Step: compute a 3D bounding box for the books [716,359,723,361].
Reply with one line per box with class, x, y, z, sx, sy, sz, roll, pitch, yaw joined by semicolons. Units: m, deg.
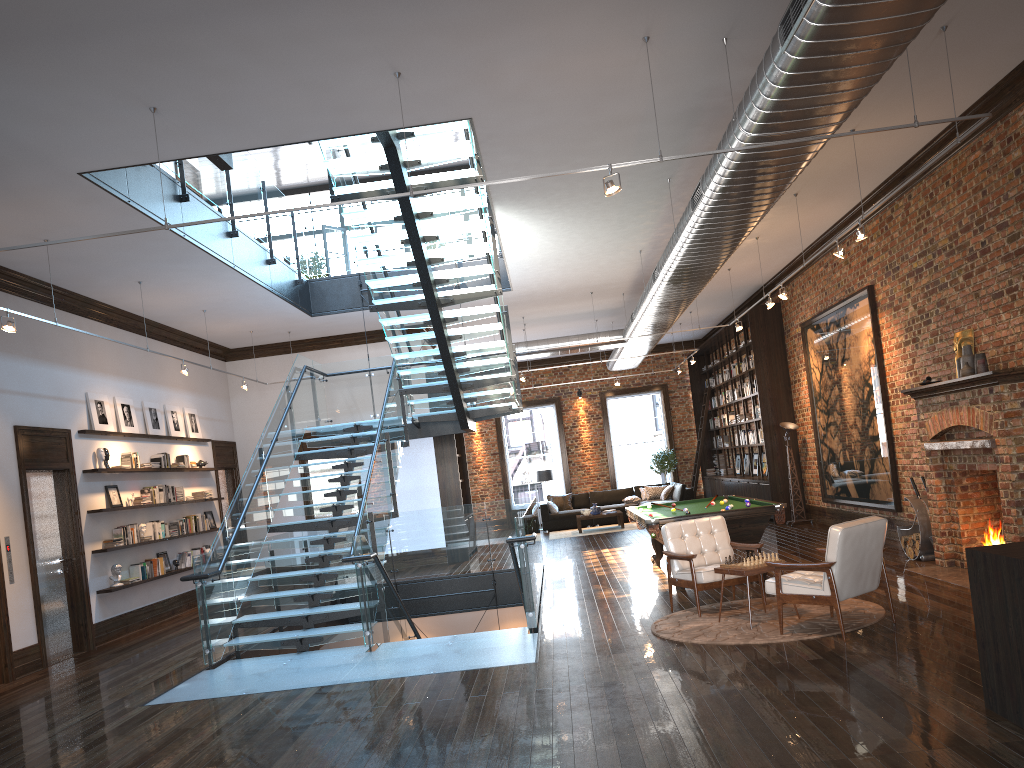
books;5.116;-0.571;21.959;0.156;0.022;0.328;-7;-6;5

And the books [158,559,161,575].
books;-5.036;2.587;12.503;0.147;0.232;0.036;-7;-1;3

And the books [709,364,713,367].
books;5.106;-0.472;22.352;0.230;0.033;0.274;-7;-6;6

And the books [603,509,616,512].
books;2.186;2.854;19.930;0.206;0.028;0.261;-11;-7;35

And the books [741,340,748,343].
books;4.943;-0.901;18.686;0.189;0.017;0.276;-7;-6;4

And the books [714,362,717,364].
books;5.096;-0.527;21.960;0.206;0.024;0.249;-7;-6;6

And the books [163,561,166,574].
books;-5.024;2.620;12.639;0.154;0.190;0.028;-7;-1;3

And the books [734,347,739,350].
books;4.988;-0.778;19.401;0.171;0.021;0.308;-7;-6;-2

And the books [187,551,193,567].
books;-4.976;2.686;13.585;0.165;0.235;0.094;-7;-1;3

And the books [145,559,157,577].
books;-5.031;2.567;12.361;0.176;0.244;0.082;-7;-1;3

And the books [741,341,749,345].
books;4.951;-0.861;18.685;0.169;0.034;0.287;-7;-5;-2

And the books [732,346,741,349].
books;4.969;-0.805;19.402;0.205;0.017;0.361;-7;-6;-1

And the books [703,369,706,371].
books;5.156;-0.386;23.298;0.213;0.014;0.358;-7;-6;-2

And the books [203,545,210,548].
books;-4.953;2.754;14.415;0.122;0.252;0.013;-7;-1;3

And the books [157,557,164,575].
books;-5.019;2.585;12.559;0.168;0.242;0.026;-7;-1;3

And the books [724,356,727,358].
books;5.034;-0.648;20.526;0.191;0.013;0.317;-7;-6;-2

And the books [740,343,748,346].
books;4.936;-0.832;18.686;0.216;0.020;0.235;-7;-6;0

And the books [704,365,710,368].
books;5.165;-0.466;23.298;0.190;0.017;0.301;-7;-6;0

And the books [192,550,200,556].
books;-4.968;2.724;13.948;0.142;0.224;0.012;-7;-1;3

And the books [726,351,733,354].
books;5.004;-0.726;20.131;0.199;0.017;0.304;-7;-6;-2

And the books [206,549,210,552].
books;-4.937;2.767;14.286;0.168;0.201;0.096;-7;-2;3

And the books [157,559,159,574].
books;-5.045;2.580;12.473;0.136;0.242;0.026;-7;-1;3

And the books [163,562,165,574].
books;-5.027;2.622;12.620;0.159;0.183;0.011;-7;-1;3

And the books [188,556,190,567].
books;-4.986;2.719;13.515;0.152;0.164;0.079;-7;-2;3

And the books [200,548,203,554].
books;-4.961;2.721;14.038;0.164;0.246;0.011;-7;-1;3

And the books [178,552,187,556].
books;-5.001;2.673;13.421;0.137;0.228;0.138;-7;-2;2

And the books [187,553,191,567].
books;-4.978;2.697;13.541;0.151;0.207;0.085;-7;-1;3

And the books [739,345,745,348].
books;4.937;-0.794;18.685;0.227;0.015;0.276;-7;-6;0

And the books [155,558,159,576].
books;-5.042;2.573;12.447;0.128;0.251;0.025;-7;-1;3

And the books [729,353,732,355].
books;5.010;-0.673;20.131;0.219;0.016;0.368;-7;-6;3

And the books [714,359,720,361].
books;5.098;-0.584;21.960;0.192;0.007;0.366;-7;-6;4

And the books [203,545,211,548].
books;-4.957;2.758;14.491;0.130;0.262;0.060;-7;-1;3

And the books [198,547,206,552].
books;-4.960;2.734;14.184;0.124;0.249;0.013;-7;-1;3

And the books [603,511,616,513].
books;2.188;2.881;19.937;0.206;0.024;0.261;-11;-7;37

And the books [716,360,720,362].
books;5.058;-0.558;21.418;0.232;0.006;0.290;-7;-6;-1

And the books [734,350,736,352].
books;4.978;-0.729;19.401;0.213;0.014;0.282;-7;-6;4

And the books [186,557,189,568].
books;-4.984;2.713;13.475;0.138;0.158;0.108;-7;-2;2

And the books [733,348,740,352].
books;4.977;-0.751;19.401;0.193;0.030;0.314;-7;-6;-2

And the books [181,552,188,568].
books;-4.998;2.672;13.434;0.146;0.234;0.142;-7;-2;2

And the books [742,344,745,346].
books;4.941;-0.819;18.685;0.206;0.008;0.334;-7;-6;5

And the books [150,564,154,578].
books;-5.037;2.588;12.256;0.152;0.183;0.030;-7;-1;3

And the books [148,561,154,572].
books;-5.048;2.575;12.310;0.136;0.222;0.021;-7;-1;3

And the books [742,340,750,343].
books;4.945;-0.885;18.686;0.168;0.015;0.370;-8;-6;7

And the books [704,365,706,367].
books;5.155;-0.478;23.299;0.189;0.008;0.345;-8;-6;7

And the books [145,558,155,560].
books;-5.052;2.571;12.417;0.141;0.251;0.012;-7;-1;3

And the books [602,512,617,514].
books;2.154;2.852;19.591;0.261;0.024;0.207;-5;-6;-20

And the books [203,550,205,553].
books;-4.948;2.744;14.060;0.176;0.202;0.034;-7;-1;3

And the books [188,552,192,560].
books;-4.984;2.689;13.565;0.157;0.232;0.107;-7;-2;2

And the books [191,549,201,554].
books;-4.966;2.722;13.959;0.163;0.230;0.011;-7;-1;3

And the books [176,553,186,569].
books;-4.997;2.671;13.382;0.141;0.223;0.136;-7;-2;2

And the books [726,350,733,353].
books;4.999;-0.741;20.132;0.215;0.015;0.320;-7;-6;-1

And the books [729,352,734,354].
books;5.022;-0.704;20.131;0.187;0.011;0.381;-7;-6;3

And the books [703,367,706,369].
books;5.144;-0.426;23.299;0.230;0.015;0.314;-7;-6;-1
